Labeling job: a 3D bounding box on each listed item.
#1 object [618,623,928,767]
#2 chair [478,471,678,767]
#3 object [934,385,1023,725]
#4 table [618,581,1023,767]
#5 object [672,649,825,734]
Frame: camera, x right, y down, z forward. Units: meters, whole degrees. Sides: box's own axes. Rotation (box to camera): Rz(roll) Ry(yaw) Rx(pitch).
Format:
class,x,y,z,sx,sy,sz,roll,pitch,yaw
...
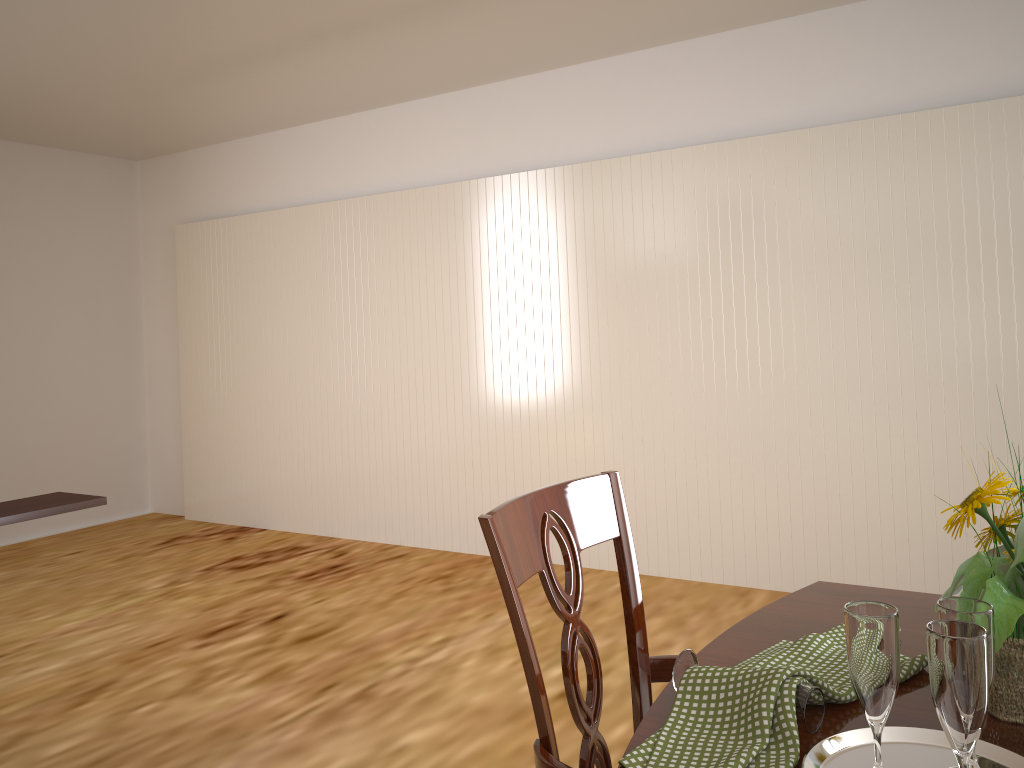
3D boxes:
class,x,y,z,sx,sy,sz,roll,pitch,yaw
object,0.276,0.300,0.906,0.529,0.056,0.166,-6,4,-44
chair,0.237,0.510,1.022,0.458,0.746,0.405,-2,0,32
object,0.586,0.179,0.887,0.298,0.338,0.319,-2,1,24
table,0.933,0.597,0.585,1.675,0.558,0.736,0,2,32
object,0.235,0.306,0.885,0.046,0.046,0.146,-4,3,-44
